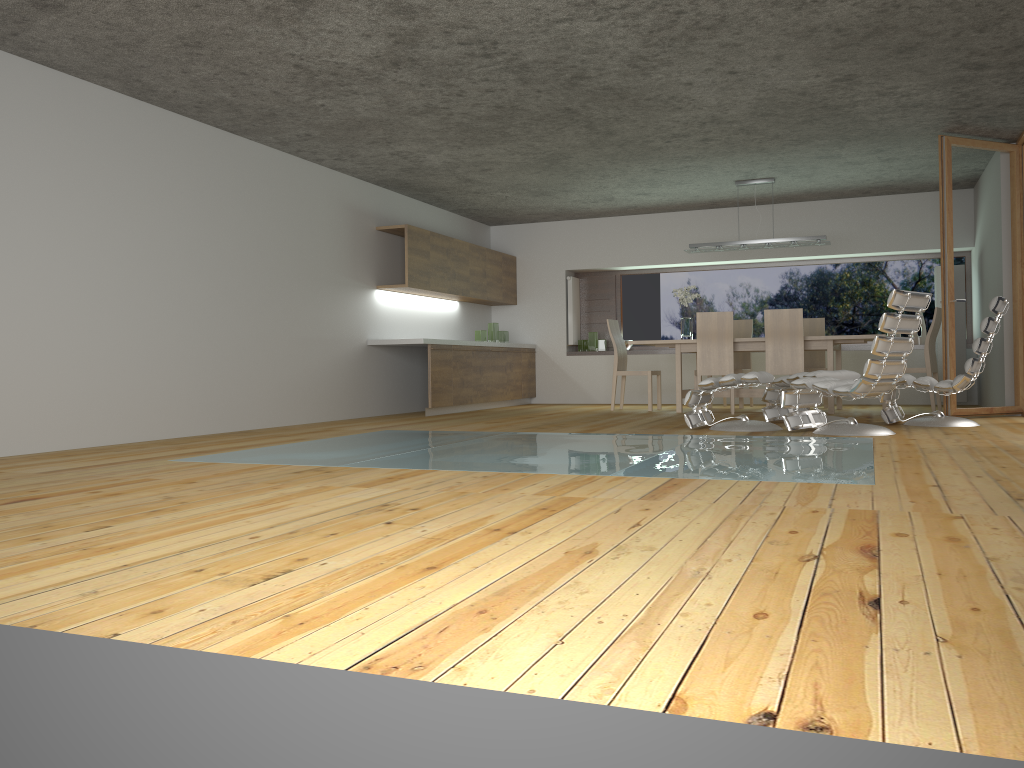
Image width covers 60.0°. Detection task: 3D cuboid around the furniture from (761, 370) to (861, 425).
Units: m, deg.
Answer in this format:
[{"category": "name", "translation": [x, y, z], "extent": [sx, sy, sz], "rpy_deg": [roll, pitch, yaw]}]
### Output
[{"category": "furniture", "translation": [2.482, 0.105, 7.252], "extent": [0.569, 0.439, 0.686], "rpy_deg": [-1, 1, -33]}]

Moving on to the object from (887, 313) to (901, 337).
[{"category": "object", "translation": [4.508, -0.648, 10.464], "extent": [0.153, 0.384, 0.153], "rpy_deg": [-1, 0, 18]}]

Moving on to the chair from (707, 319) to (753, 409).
[{"category": "chair", "translation": [2.533, -0.239, 10.214], "extent": [0.404, 1.017, 0.506], "rpy_deg": [-1, 0, 33]}]

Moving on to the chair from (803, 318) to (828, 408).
[{"category": "chair", "translation": [3.358, -0.247, 10.034], "extent": [0.404, 1.017, 0.506], "rpy_deg": [-1, 0, 21]}]

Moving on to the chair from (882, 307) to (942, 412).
[{"category": "chair", "translation": [3.962, -0.232, 8.749], "extent": [0.506, 1.017, 0.404], "rpy_deg": [-1, 0, 35]}]

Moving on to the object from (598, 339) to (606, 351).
[{"category": "object", "translation": [1.211, -0.517, 11.895], "extent": [0.111, 0.160, 0.112], "rpy_deg": [-1, 0, 7]}]

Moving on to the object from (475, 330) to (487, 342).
[{"category": "object", "translation": [-0.384, -0.587, 11.039], "extent": [0.112, 0.160, 0.111], "rpy_deg": [-1, 0, -43]}]

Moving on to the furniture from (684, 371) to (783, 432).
[{"category": "furniture", "translation": [1.718, 0.124, 6.793], "extent": [0.686, 0.439, 0.569], "rpy_deg": [0, 1, 28]}]

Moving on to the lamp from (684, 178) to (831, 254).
[{"category": "lamp", "translation": [2.597, -1.807, 9.450], "extent": [1.490, 0.719, 0.290], "rpy_deg": [0, 0, 22]}]

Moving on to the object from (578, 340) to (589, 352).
[{"category": "object", "translation": [0.962, -0.514, 11.919], "extent": [0.112, 0.160, 0.111], "rpy_deg": [-1, 0, -28]}]

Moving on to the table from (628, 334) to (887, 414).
[{"category": "table", "translation": [2.614, -0.094, 9.350], "extent": [2.500, 0.756, 1.200], "rpy_deg": [0, 1, 25]}]

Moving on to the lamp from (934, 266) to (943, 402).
[{"category": "lamp", "translation": [4.875, -0.556, 9.860], "extent": [0.280, 1.501, 0.280], "rpy_deg": [-1, -1, 22]}]

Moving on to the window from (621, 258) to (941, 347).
[{"category": "window", "translation": [3.415, -1.001, 11.228], "extent": [4.186, 0.979, 0.012], "rpy_deg": [0, 0, 22]}]

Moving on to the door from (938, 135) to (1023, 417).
[{"category": "door", "translation": [4.107, -0.930, 7.732], "extent": [0.935, 2.418, 0.163], "rpy_deg": [-1, -1, -23]}]

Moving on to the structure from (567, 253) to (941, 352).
[{"category": "structure", "translation": [3.061, -0.965, 11.140], "extent": [4.874, 1.154, 0.526], "rpy_deg": [0, 0, 22]}]

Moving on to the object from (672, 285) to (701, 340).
[{"category": "object", "translation": [1.910, -0.774, 9.671], "extent": [0.304, 0.608, 0.302], "rpy_deg": [-1, 0, 25]}]

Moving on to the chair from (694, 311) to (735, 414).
[{"category": "chair", "translation": [2.057, -0.210, 8.998], "extent": [0.404, 1.017, 0.506], "rpy_deg": [-1, 0, 11]}]

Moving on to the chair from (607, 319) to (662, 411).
[{"category": "chair", "translation": [1.362, -0.217, 9.896], "extent": [0.506, 1.017, 0.404], "rpy_deg": [-1, 0, 25]}]

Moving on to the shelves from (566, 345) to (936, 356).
[{"category": "shelves", "translation": [3.061, -0.421, 11.113], "extent": [4.869, 0.054, 0.404], "rpy_deg": [0, 1, 22]}]

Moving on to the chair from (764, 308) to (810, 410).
[{"category": "chair", "translation": [2.684, -0.213, 8.682], "extent": [0.404, 1.017, 0.506], "rpy_deg": [-1, 0, 21]}]

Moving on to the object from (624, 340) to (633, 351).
[{"category": "object", "translation": [1.473, -0.506, 11.733], "extent": [0.247, 0.137, 0.247], "rpy_deg": [-1, 1, -33]}]

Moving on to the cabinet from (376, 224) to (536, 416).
[{"category": "cabinet", "translation": [-0.552, -0.700, 10.687], "extent": [0.656, 2.004, 3.092], "rpy_deg": [-1, 0, 22]}]

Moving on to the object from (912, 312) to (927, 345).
[{"category": "object", "translation": [4.762, -0.650, 10.362], "extent": [0.153, 0.384, 0.153], "rpy_deg": [-1, 0, 18]}]

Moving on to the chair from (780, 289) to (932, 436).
[{"category": "chair", "translation": [2.411, -0.140, 6.225], "extent": [0.569, 0.969, 0.913], "rpy_deg": [-1, 0, -43]}]

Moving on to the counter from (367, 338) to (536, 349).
[{"category": "counter", "translation": [-0.587, -0.469, 10.596], "extent": [0.652, 0.054, 3.286], "rpy_deg": [0, 1, 22]}]

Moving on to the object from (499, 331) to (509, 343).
[{"category": "object", "translation": [-0.120, -0.595, 11.301], "extent": [0.111, 0.160, 0.112], "rpy_deg": [-1, 0, -43]}]

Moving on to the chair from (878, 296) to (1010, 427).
[{"category": "chair", "translation": [3.370, -0.166, 6.936], "extent": [0.913, 0.969, 0.569], "rpy_deg": [-1, 0, 32]}]

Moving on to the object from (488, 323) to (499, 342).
[{"category": "object", "translation": [-0.235, -0.638, 11.143], "extent": [0.099, 0.259, 0.099], "rpy_deg": [0, -1, -43]}]

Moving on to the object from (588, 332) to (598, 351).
[{"category": "object", "translation": [1.081, -0.561, 11.806], "extent": [0.099, 0.259, 0.099], "rpy_deg": [-1, 0, 27]}]
